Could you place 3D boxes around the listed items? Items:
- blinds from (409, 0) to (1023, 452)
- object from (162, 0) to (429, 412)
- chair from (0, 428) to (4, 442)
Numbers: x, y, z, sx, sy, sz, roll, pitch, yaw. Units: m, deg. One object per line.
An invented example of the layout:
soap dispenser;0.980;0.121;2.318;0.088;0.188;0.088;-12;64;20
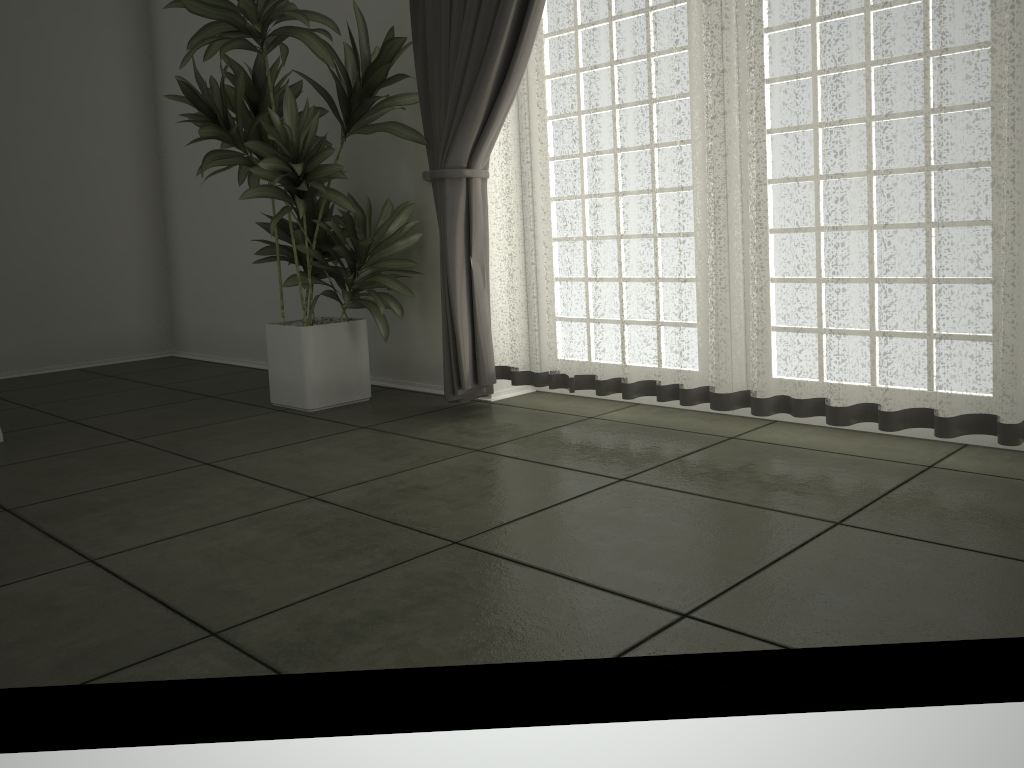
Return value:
blinds;0.897;-1.087;2.538;3.671;2.582;0.664;5;9;45
object;-0.924;-0.955;3.767;1.043;2.080;1.168;-6;6;-27
chair;-2.203;-0.265;3.139;0.595;1.055;0.697;-2;6;10
